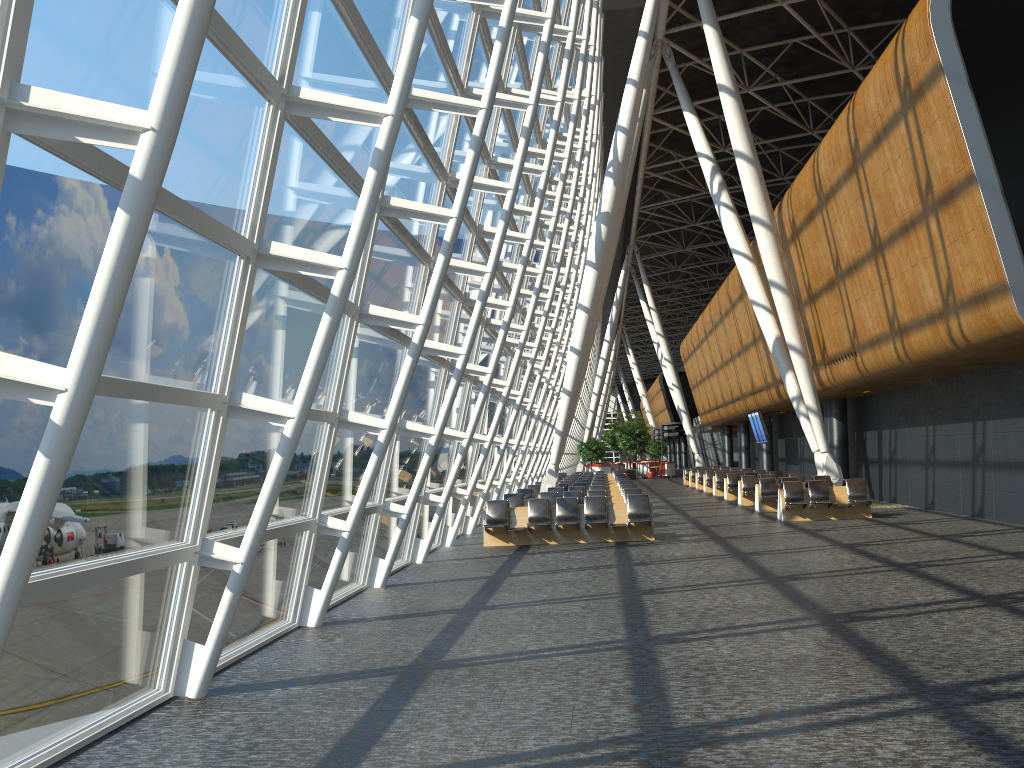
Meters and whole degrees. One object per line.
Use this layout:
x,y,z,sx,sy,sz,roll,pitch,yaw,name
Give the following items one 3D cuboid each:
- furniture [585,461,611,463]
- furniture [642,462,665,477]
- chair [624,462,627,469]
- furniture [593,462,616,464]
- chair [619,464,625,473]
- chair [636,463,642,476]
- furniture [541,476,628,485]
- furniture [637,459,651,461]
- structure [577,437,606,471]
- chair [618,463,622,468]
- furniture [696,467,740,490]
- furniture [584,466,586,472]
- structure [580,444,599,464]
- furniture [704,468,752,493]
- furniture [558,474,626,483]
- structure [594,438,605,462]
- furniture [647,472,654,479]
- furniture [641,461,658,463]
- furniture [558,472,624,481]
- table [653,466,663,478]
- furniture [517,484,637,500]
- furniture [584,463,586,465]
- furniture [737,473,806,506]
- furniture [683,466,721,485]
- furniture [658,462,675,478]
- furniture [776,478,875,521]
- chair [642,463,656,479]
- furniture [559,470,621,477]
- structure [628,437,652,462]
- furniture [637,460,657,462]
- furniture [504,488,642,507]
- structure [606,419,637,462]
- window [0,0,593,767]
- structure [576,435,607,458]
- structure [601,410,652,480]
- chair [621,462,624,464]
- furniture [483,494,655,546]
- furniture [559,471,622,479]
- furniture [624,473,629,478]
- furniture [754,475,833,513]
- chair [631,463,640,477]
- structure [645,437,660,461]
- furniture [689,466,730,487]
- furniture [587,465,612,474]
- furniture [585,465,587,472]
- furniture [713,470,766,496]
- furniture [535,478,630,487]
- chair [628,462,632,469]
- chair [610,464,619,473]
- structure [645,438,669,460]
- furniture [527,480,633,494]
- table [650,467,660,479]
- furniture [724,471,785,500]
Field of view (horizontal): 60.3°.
10.123,9.622,103.958,3.252,0.870,1.662,-3,-4,6,furniture
9.875,5.821,60.126,0.887,1.008,2.838,-2,-4,-27,furniture
9.496,6.824,71.685,0.660,1.011,0.623,-3,0,-9,chair
8.122,7.249,75.923,2.822,1.009,0.891,1,-3,-42,furniture
6.853,5.661,56.616,0.662,1.011,0.621,-3,0,31,chair
8.781,5.790,59.167,0.624,1.011,0.659,-3,-1,41,chair
2.639,3.831,32.005,3.252,0.870,1.662,-3,-4,6,furniture
15.995,9.576,106.590,1.897,0.870,1.662,-3,-4,6,furniture
5.034,4.761,55.406,1.728,2.782,1.784,-2,-1,-37,structure
7.628,6.261,64.068,0.662,1.011,0.621,-3,0,31,chair
8.821,4.026,37.620,1.897,0.870,1.662,-3,-4,6,furniture
7.642,7.701,80.096,3.252,0.870,1.662,-3,-4,6,furniture
5.887,5.594,65.829,1.752,2.817,1.809,-2,-1,-37,structure
8.511,3.785,34.637,1.897,0.870,1.662,-3,-4,6,furniture
2.950,4.071,34.988,3.252,0.870,1.662,-3,-4,6,furniture
5.774,5.296,62.507,1.778,2.855,1.837,-2,-1,-37,structure
8.761,5.760,55.582,0.443,0.460,0.443,-3,-2,18,furniture
10.650,6.421,67.578,0.887,1.008,2.838,-2,-4,-27,furniture
3.260,4.311,37.971,3.252,0.870,1.662,-3,-4,6,furniture
9.440,5.739,57.401,0.800,0.751,0.798,-3,-2,22,table
1.709,3.111,23.057,3.252,0.870,1.662,-3,-4,6,furniture
8.882,8.661,92.027,3.252,0.870,1.662,-3,-4,6,furniture
7.580,3.065,25.689,1.897,0.870,1.662,-3,-4,6,furniture
9.442,4.506,43.585,1.897,0.870,1.662,-3,-4,6,furniture
10.084,5.560,57.176,0.890,1.007,2.829,-3,-4,18,furniture
6.960,2.585,19.723,1.897,0.870,1.662,-3,-4,6,furniture
8.848,5.594,56.909,0.659,1.011,0.624,-2,-1,-39,chair
3.880,4.791,43.936,3.252,0.870,1.662,-3,-4,6,furniture
10.017,5.405,69.739,2.283,3.481,2.215,-3,0,18,structure
10.700,6.736,71.298,2.822,1.009,0.891,1,-3,-42,furniture
1.398,2.871,20.074,3.252,0.870,1.662,-3,-4,6,furniture
9.540,5.286,74.317,3.099,4.539,5.736,-3,-2,28,structure
6.897,1.403,83.376,3.721,14.031,166.463,-3,-5,6,window
5.241,4.904,58.300,1.915,2.972,1.867,-2,0,-20,structure
7.458,4.032,58.493,3.092,4.537,5.812,-3,-3,-2,structure
9.183,7.150,75.338,0.660,1.011,0.623,-3,0,-9,chair
1.088,2.631,17.091,3.252,0.870,1.662,-3,-4,6,furniture
3.570,4.551,40.953,3.252,0.870,1.662,-3,-4,6,furniture
7.153,5.811,55.315,0.442,0.460,0.444,-1,-2,-42,furniture
7.270,2.825,22.706,1.897,0.870,1.662,-3,-4,6,furniture
8.621,5.897,60.336,0.662,1.011,0.621,-3,-1,41,chair
12.236,6.113,76.418,1.878,2.999,1.940,-2,-1,-37,structure
9.131,4.266,40.603,1.897,0.870,1.662,-3,-4,6,furniture
5.751,5.739,56.943,0.887,1.008,2.838,-2,-4,-27,furniture
5.542,6.001,59.893,0.890,1.007,2.829,-3,-4,18,furniture
8.201,3.545,31.654,1.897,0.870,1.662,-3,-4,6,furniture
2.329,3.591,29.022,3.252,0.870,1.662,-3,-4,6,furniture
9.396,6.496,67.788,0.662,1.011,0.621,-3,-1,41,chair
6.637,5.787,57.974,0.624,1.011,0.659,-3,-1,31,chair
10.844,5.407,66.109,1.728,2.782,1.784,-2,-1,-37,structure
2.019,3.351,26.040,3.252,0.870,1.662,-3,-4,6,furniture
9.157,5.623,55.893,0.800,0.751,0.798,-3,-2,22,table
7.890,3.305,28.672,1.897,0.870,1.662,-3,-4,6,furniture
